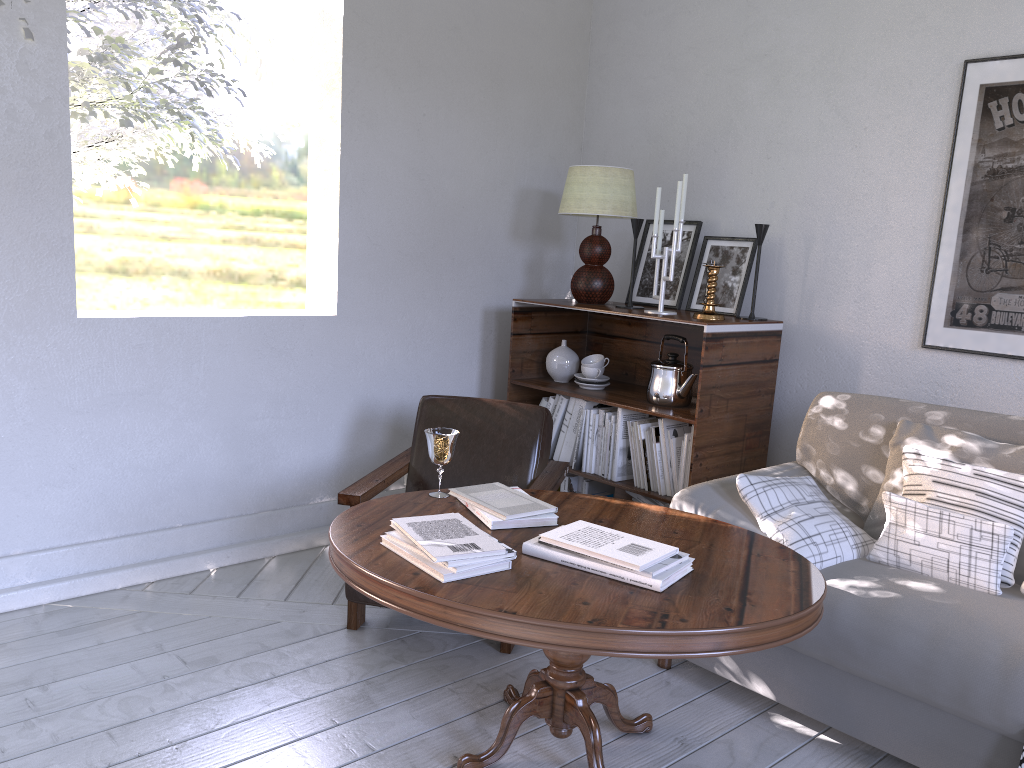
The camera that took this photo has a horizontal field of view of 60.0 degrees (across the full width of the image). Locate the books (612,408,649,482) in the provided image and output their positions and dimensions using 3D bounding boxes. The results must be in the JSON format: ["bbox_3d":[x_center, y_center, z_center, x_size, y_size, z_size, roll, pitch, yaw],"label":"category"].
[{"bbox_3d":[0.375,0.186,2.805,0.126,0.239,0.017,-5,14,-37],"label":"books"}]

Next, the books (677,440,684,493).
[{"bbox_3d":[0.538,0.252,2.644,0.115,0.183,0.009,-6,15,-42],"label":"books"}]

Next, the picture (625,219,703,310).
[{"bbox_3d":[0.520,-0.413,3.053,0.095,0.303,0.230,-7,15,-43],"label":"picture"}]

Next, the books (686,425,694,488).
[{"bbox_3d":[0.563,0.231,2.607,0.126,0.239,0.017,-6,15,-42],"label":"books"}]

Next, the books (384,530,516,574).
[{"bbox_3d":[-0.113,0.291,1.600,0.136,0.010,0.213,-4,12,-41],"label":"books"}]

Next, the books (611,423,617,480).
[{"bbox_3d":[0.365,0.211,2.820,0.115,0.183,0.009,-5,14,-37],"label":"books"}]

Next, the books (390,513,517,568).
[{"bbox_3d":[-0.111,0.279,1.608,0.135,0.010,0.238,-2,10,-32],"label":"books"}]

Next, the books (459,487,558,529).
[{"bbox_3d":[-0.014,0.262,1.892,0.147,0.018,0.228,0,10,-22],"label":"books"}]

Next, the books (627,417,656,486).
[{"bbox_3d":[0.420,0.213,2.781,0.131,0.204,0.064,-6,15,-42],"label":"books"}]

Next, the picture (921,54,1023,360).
[{"bbox_3d":[1.391,-0.440,2.239,0.019,0.779,0.585,-7,15,-43],"label":"picture"}]

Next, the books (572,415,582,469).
[{"bbox_3d":[0.251,0.187,2.924,0.025,0.187,0.120,13,14,41],"label":"books"}]

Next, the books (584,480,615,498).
[{"bbox_3d":[0.290,0.432,2.996,0.146,0.232,0.013,-6,15,-42],"label":"books"}]

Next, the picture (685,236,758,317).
[{"bbox_3d":[0.680,-0.351,2.880,0.080,0.254,0.200,-7,14,-43],"label":"picture"}]

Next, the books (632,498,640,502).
[{"bbox_3d":[0.500,0.393,2.810,0.143,0.011,0.223,0,10,-23],"label":"books"}]

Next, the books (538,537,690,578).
[{"bbox_3d":[0.184,0.300,1.615,0.239,0.010,0.134,10,11,37],"label":"books"}]

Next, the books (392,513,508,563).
[{"bbox_3d":[-0.116,0.272,1.587,0.136,0.011,0.214,-1,10,-27],"label":"books"}]

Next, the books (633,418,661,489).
[{"bbox_3d":[0.435,0.215,2.754,0.129,0.211,0.073,-6,15,-42],"label":"books"}]

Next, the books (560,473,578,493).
[{"bbox_3d":[0.224,0.419,3.041,0.140,0.233,0.042,-6,15,-42],"label":"books"}]

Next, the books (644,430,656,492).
[{"bbox_3d":[0.463,0.232,2.740,0.120,0.186,0.060,-6,15,-42],"label":"books"}]

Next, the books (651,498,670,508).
[{"bbox_3d":[0.500,0.352,2.821,0.142,0.011,0.251,1,9,-13],"label":"books"}]

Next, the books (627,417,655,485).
[{"bbox_3d":[0.421,0.211,2.798,0.131,0.204,0.064,-6,15,-42],"label":"books"}]

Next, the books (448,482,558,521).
[{"bbox_3d":[-0.022,0.247,1.885,0.136,0.011,0.213,-3,11,-37],"label":"books"}]

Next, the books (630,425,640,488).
[{"bbox_3d":[0.427,0.221,2.768,0.125,0.194,0.064,-6,15,-42],"label":"books"}]

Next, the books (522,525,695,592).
[{"bbox_3d":[0.175,0.315,1.621,0.277,0.021,0.148,9,11,32],"label":"books"}]

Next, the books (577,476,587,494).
[{"bbox_3d":[0.275,0.419,3.043,0.144,0.238,0.022,-6,15,-42],"label":"books"}]

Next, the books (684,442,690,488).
[{"bbox_3d":[0.553,0.256,2.621,0.115,0.183,0.009,-6,15,-42],"label":"books"}]

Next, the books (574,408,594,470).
[{"bbox_3d":[0.257,0.179,2.913,0.026,0.209,0.120,13,14,41],"label":"books"}]

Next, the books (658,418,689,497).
[{"bbox_3d":[0.504,0.218,2.695,0.126,0.235,0.077,-6,15,-42],"label":"books"}]

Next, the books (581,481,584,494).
[{"bbox_3d":[0.286,0.432,3.031,0.139,0.220,0.016,-6,15,-42],"label":"books"}]

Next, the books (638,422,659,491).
[{"bbox_3d":[0.446,0.222,2.742,0.131,0.204,0.064,-6,15,-42],"label":"books"}]

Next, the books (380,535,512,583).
[{"bbox_3d":[-0.123,0.303,1.602,0.142,0.015,0.220,-3,11,-37],"label":"books"}]

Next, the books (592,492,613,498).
[{"bbox_3d":[0.283,0.460,2.963,0.112,0.186,0.033,-6,15,-42],"label":"books"}]

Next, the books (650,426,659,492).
[{"bbox_3d":[0.477,0.227,2.727,0.114,0.201,0.060,-6,15,-42],"label":"books"}]

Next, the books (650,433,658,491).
[{"bbox_3d":[0.475,0.237,2.736,0.115,0.179,0.055,-6,15,-42],"label":"books"}]

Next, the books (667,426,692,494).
[{"bbox_3d":[0.521,0.235,2.690,0.114,0.201,0.060,-6,15,-42],"label":"books"}]

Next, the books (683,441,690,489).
[{"bbox_3d":[0.551,0.254,2.632,0.115,0.185,0.009,-6,15,-42],"label":"books"}]

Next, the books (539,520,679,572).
[{"bbox_3d":[0.174,0.290,1.605,0.213,0.010,0.136,10,11,37],"label":"books"}]

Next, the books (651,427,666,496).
[{"bbox_3d":[0.482,0.230,2.705,0.131,0.204,0.064,-6,15,-42],"label":"books"}]

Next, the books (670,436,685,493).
[{"bbox_3d":[0.527,0.249,2.681,0.115,0.179,0.055,-6,15,-42],"label":"books"}]

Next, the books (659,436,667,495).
[{"bbox_3d":[0.498,0.243,2.705,0.115,0.179,0.055,-6,15,-42],"label":"books"}]

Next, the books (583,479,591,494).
[{"bbox_3d":[0.288,0.429,3.011,0.146,0.232,0.013,-6,15,-42],"label":"books"}]

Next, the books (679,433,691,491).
[{"bbox_3d":[0.541,0.242,2.632,0.114,0.206,0.008,-6,15,-42],"label":"books"}]
